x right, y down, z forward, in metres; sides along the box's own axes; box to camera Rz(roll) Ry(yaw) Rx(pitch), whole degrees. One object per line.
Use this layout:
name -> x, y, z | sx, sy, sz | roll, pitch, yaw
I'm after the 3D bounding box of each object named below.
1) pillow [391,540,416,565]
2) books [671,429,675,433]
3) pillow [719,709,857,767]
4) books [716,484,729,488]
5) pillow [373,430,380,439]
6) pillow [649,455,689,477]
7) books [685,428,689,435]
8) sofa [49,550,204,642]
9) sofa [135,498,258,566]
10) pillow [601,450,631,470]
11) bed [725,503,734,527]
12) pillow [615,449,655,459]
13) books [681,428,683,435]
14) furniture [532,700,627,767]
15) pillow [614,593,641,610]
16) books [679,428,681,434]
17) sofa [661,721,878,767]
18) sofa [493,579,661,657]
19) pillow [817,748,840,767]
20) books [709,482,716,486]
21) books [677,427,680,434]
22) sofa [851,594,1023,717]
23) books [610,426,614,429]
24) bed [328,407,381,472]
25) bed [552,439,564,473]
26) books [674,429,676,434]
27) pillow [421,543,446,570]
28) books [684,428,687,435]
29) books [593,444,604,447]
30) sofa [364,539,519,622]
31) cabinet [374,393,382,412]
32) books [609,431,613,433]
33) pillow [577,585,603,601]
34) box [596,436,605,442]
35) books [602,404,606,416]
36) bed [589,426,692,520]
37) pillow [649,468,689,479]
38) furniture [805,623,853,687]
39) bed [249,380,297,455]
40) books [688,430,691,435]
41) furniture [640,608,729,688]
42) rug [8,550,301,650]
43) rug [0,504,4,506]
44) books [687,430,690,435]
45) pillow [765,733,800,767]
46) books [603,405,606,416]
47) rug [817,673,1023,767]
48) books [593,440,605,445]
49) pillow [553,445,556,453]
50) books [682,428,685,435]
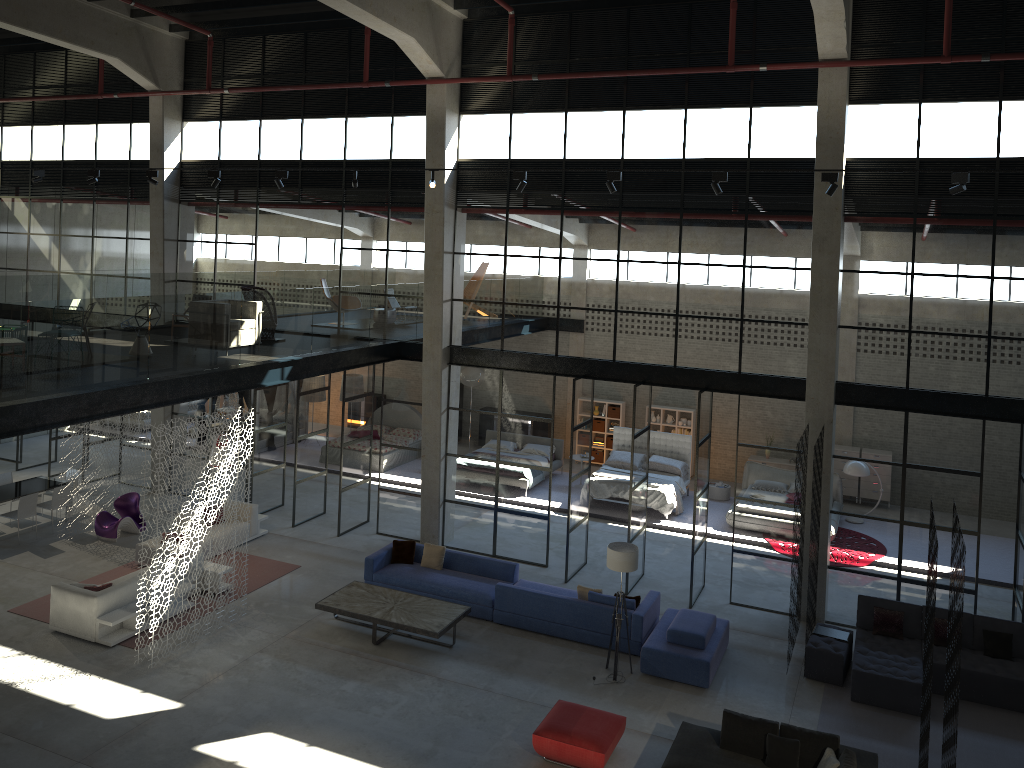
pillow -> -1.830, 2.834, 14.803 | 0.398, 0.370, 0.261 | 3, 3, 2
books -> 4.128, 1.305, 22.615 | 0.089, 0.275, 0.187 | 3, 3, 23
pillow -> 3.005, 3.888, 9.246 | 0.743, 0.416, 1.597 | -3, 10, -37
books -> 4.898, 2.362, 20.412 | 0.229, 0.046, 0.302 | 7, 10, 29
pillow -> -3.802, 1.301, 22.628 | 0.876, 0.211, 0.637 | 3, 8, 3
pillow -> 3.556, 1.863, 20.304 | 0.982, 0.290, 0.696 | 6, 9, 26
books -> 4.488, 1.311, 22.511 | 0.036, 0.331, 0.254 | 3, 4, 23
sofa -> -5.781, 3.122, 13.329 | 0.951, 0.666, 2.153 | 5, 9, 23
sofa -> -5.675, 2.711, 15.954 | 0.945, 0.665, 2.162 | 5, 9, 23
pillow -> 2.662, 1.812, 20.587 | 1.030, 0.372, 0.669 | 6, 8, 27
bed -> 5.909, 2.484, 18.922 | 2.249, 0.920, 2.573 | 6, 9, 23
pillow -> 2.872, 1.781, 20.828 | 1.056, 0.321, 0.492 | 6, 7, 23
books -> 4.397, 1.296, 22.571 | 0.065, 0.333, 0.254 | 3, 4, 23
furniture -> 0.784, 4.044, 10.081 | 0.857, 0.375, 0.861 | 6, 8, 23
pillow -> 1.691, 3.268, 12.954 | 0.398, 0.370, 0.261 | 3, 3, 2
books -> 4.353, 1.294, 22.570 | 0.059, 0.333, 0.254 | 3, 4, 23
sofa -> 2.710, 4.157, 9.258 | 2.113, 0.559, 1.088 | 6, 8, 24
sofa -> 0.994, 3.356, 13.404 | 2.343, 0.720, 1.060 | 6, 7, 23
pillow -> 3.240, 3.952, 8.980 | 0.208, 0.314, 0.344 | 2, 5, 2
books -> 4.692, 2.341, 20.558 | 0.135, 0.021, 0.194 | 6, 10, 23
books -> 4.311, 1.290, 22.589 | 0.069, 0.334, 0.254 | 3, 4, 23
sofa -> 6.651, 3.828, 11.381 | 4.164, 0.866, 1.838 | 6, 8, 24
books -> 2.740, 1.168, 23.291 | 0.257, 0.047, 0.215 | 6, 9, 23
bed -> -3.534, 1.298, 22.920 | 2.037, 1.274, 2.356 | 5, 8, 24
bed -> -0.132, 1.878, 21.410 | 2.264, 0.865, 2.412 | 6, 9, 23
books -> 4.201, 1.312, 22.591 | 0.052, 0.276, 0.187 | 3, 3, 23
pillow -> -1.313, 2.879, 14.622 | 0.403, 0.380, 0.207 | 5, 3, 25
books -> 4.461, 1.312, 22.523 | 0.020, 0.318, 0.254 | 3, 4, 23
books -> 2.347, 1.622, 23.473 | 0.310, 0.055, 0.231 | 6, 9, 23
sofa -> -1.151, 3.178, 14.358 | 2.343, 0.602, 1.061 | 6, 8, 23
cabinet -> -4.364, 0.874, 26.345 | 1.044, 1.157, 0.451 | 4, 2, 24
books -> 2.737, 1.247, 23.292 | 0.257, 0.071, 0.215 | 6, 9, 23
pillow -> 1.174, 3.214, 13.135 | 0.403, 0.380, 0.207 | 5, 3, 25
box -> 2.359, 1.482, 23.490 | 0.214, 0.108, 0.132 | 5, 6, 23
books -> 2.484, 0.688, 23.420 | 0.087, 0.319, 0.254 | 3, 4, 23
bed -> 2.865, 1.970, 19.925 | 2.225, 1.411, 2.332 | 5, 7, 23
pillow -> 3.587, 1.949, 20.373 | 0.962, 0.329, 0.720 | 6, 8, 24
furniture -> 4.477, 3.792, 12.378 | 0.511, 0.453, 0.965 | 5, 8, 28
bed -> -7.118, 0.560, 24.154 | 2.255, 2.071, 2.326 | 5, 6, 23
books -> 4.551, 1.346, 22.474 | 0.022, 0.274, 0.254 | 3, 4, 23
furniture -> 2.483, 3.613, 12.463 | 0.952, 0.551, 1.548 | 5, 9, 23
rug -> -5.640, 3.311, 14.297 | 2.656, 0.020, 3.655 | 6, 10, 23
rug -> -12.289, 2.591, 17.161 | 2.418, 0.025, 3.415 | 6, 10, 23
books -> 4.533, 1.335, 22.491 | 0.027, 0.287, 0.254 | 3, 4, 23
pillow -> 2.861, 3.896, 9.270 | 0.344, 0.306, 0.188 | 4, 4, 21
books -> 2.514, 0.691, 23.406 | 0.087, 0.319, 0.254 | 3, 4, 23
rug -> 5.569, 4.375, 10.411 | 3.640, 0.020, 2.667 | 6, 10, 23
books -> 2.349, 1.566, 23.472 | 0.283, 0.055, 0.231 | 6, 9, 23
pillow -> 0.124, 1.632, 22.109 | 1.934, 0.312, 0.552 | 6, 8, 23
books -> 4.419, 1.297, 22.541 | 0.056, 0.340, 0.253 | 3, 4, 23
